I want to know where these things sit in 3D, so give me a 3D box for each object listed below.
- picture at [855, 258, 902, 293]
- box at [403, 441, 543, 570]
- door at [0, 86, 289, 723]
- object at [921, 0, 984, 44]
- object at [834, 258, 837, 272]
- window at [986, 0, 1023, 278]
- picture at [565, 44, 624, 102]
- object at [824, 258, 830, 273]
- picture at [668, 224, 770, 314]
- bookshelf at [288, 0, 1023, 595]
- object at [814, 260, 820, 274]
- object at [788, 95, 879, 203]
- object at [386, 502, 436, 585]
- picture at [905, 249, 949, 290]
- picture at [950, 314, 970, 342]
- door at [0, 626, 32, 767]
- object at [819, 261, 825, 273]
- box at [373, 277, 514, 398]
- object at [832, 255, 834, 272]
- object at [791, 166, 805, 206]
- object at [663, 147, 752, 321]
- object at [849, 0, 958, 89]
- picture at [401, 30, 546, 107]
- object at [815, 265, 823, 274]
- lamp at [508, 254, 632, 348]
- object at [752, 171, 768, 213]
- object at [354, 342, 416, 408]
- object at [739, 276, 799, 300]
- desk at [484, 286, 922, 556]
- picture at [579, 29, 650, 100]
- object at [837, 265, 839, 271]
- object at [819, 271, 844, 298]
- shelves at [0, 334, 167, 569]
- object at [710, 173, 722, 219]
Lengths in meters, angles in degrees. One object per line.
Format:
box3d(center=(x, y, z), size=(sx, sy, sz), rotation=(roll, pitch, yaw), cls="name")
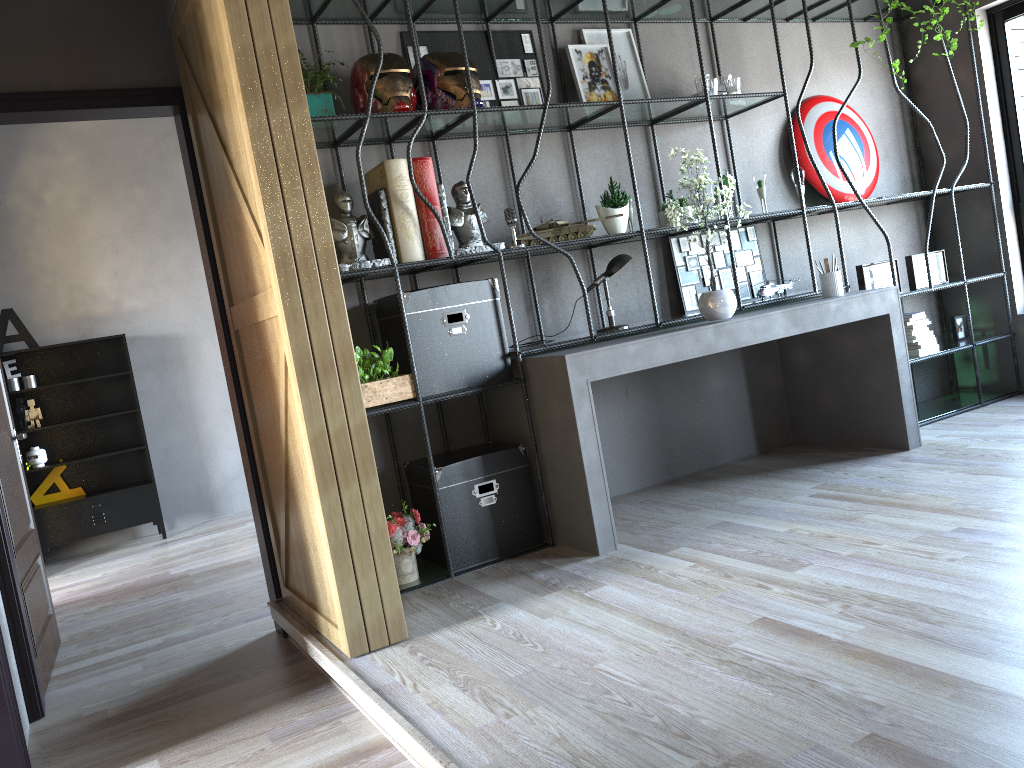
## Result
box3d(center=(2.205, -0.627, 5.325), size=(0.313, 0.212, 0.049), rotation=(-12, 4, -27), cls="picture")
box3d(center=(-0.186, 0.556, 4.199), size=(0.489, 0.480, 0.373), rotation=(-12, 5, -27), cls="box")
box3d(center=(-1.963, 0.032, 4.279), size=(1.151, 2.542, 1.128), rotation=(-12, 4, -27), cls="door")
box3d(center=(2.657, -2.376, 5.545), size=(0.445, 0.633, 0.401), rotation=(-11, 4, -9), cls="object")
box3d(center=(1.755, -0.600, 4.819), size=(0.062, 0.169, 0.009), rotation=(-12, 4, -28), cls="object")
box3d(center=(3.618, -1.447, 5.004), size=(0.108, 1.959, 1.695), rotation=(-12, 4, -27), cls="window")
box3d(center=(0.458, -1.628, 4.775), size=(0.268, 0.413, 0.101), rotation=(-12, 4, -27), cls="picture")
box3d(center=(1.730, -0.586, 4.840), size=(0.023, 0.204, 0.037), rotation=(-9, 4, 12), cls="object")
box3d(center=(1.225, -0.681, 5.194), size=(0.666, 0.447, 0.051), rotation=(-12, 4, -27), cls="picture")
box3d(center=(0.986, -1.105, 4.871), size=(4.488, 3.280, 0.526), rotation=(-12, 4, -27), cls="bookshelf")
box3d(center=(1.679, -0.574, 4.805), size=(0.046, 0.202, 0.023), rotation=(-9, 4, 9), cls="object")
box3d(center=(2.066, -1.490, 5.645), size=(0.752, 0.739, 0.185), rotation=(-12, 4, -27), cls="object")
box3d(center=(-0.529, 0.701, 3.916), size=(0.346, 0.362, 0.331), rotation=(-12, 4, -24), cls="object")
box3d(center=(2.588, -0.712, 5.528), size=(0.313, 0.212, 0.048), rotation=(-12, 4, -27), cls="picture")
box3d(center=(2.963, -0.371, 5.855), size=(0.137, 0.165, 0.032), rotation=(-12, 4, -27), cls="picture")
box3d(center=(-2.023, 0.215, 2.127), size=(1.099, 2.542, 1.149), rotation=(-12, 4, -27), cls="door")
box3d(center=(1.707, -0.590, 4.836), size=(0.009, 0.167, 0.061), rotation=(-11, 4, -15), cls="object")
box3d(center=(-0.323, -0.215, 4.149), size=(0.489, 0.480, 0.373), rotation=(-12, 5, -27), cls="box")
box3d(center=(1.748, -0.607, 4.830), size=(0.052, 0.185, 0.009), rotation=(-12, 4, -26), cls="object")
box3d(center=(1.720, -1.165, 5.295), size=(0.113, 0.270, 0.113), rotation=(-13, 5, -39), cls="object")
box3d(center=(0.951, -0.734, 4.264), size=(0.420, 0.851, 0.399), rotation=(-9, 4, 19), cls="object")
box3d(center=(2.196, -2.228, 5.301), size=(0.720, 1.025, 0.650), rotation=(-11, 4, -9), cls="object")
box3d(center=(-0.167, -1.558, 4.528), size=(0.750, 0.503, 0.058), rotation=(-12, 4, -27), cls="picture")
box3d(center=(1.699, -0.568, 4.799), size=(0.137, 0.190, 0.009), rotation=(-12, 4, -24), cls="object")
box3d(center=(0.270, -0.418, 4.494), size=(0.740, 0.370, 0.205), rotation=(-10, 4, -3), cls="lamp")
box3d(center=(1.403, -1.072, 4.983), size=(0.113, 0.246, 0.113), rotation=(-11, 4, -9), cls="object")
box3d(center=(-0.595, -0.043, 3.825), size=(0.304, 0.265, 0.180), rotation=(-12, 4, -27), cls="object")
box3d(center=(1.513, -0.558, 5.141), size=(0.379, 0.111, 0.352), rotation=(-10, 4, 5), cls="object")
box3d(center=(1.029, 0.114, 4.666), size=(2.132, 0.885, 0.844), rotation=(-12, 5, -27), cls="desk")
box3d(center=(0.583, -1.711, 4.891), size=(0.332, 0.514, 0.119), rotation=(-12, 4, -27), cls="picture")
box3d(center=(1.752, -0.563, 4.799), size=(0.068, 0.159, 0.009), rotation=(-11, 4, -14), cls="object")
box3d(center=(1.729, -0.537, 4.799), size=(0.110, 0.137, 0.110), rotation=(-11, 4, -17), cls="object")
box3d(center=(-3.396, 0.512, 7.026), size=(0.912, 1.676, 0.353), rotation=(-12, 4, -27), cls="shelves")
box3d(center=(1.194, -1.078, 5.168), size=(0.113, 0.301, 0.113), rotation=(-11, 4, -9), cls="object")
